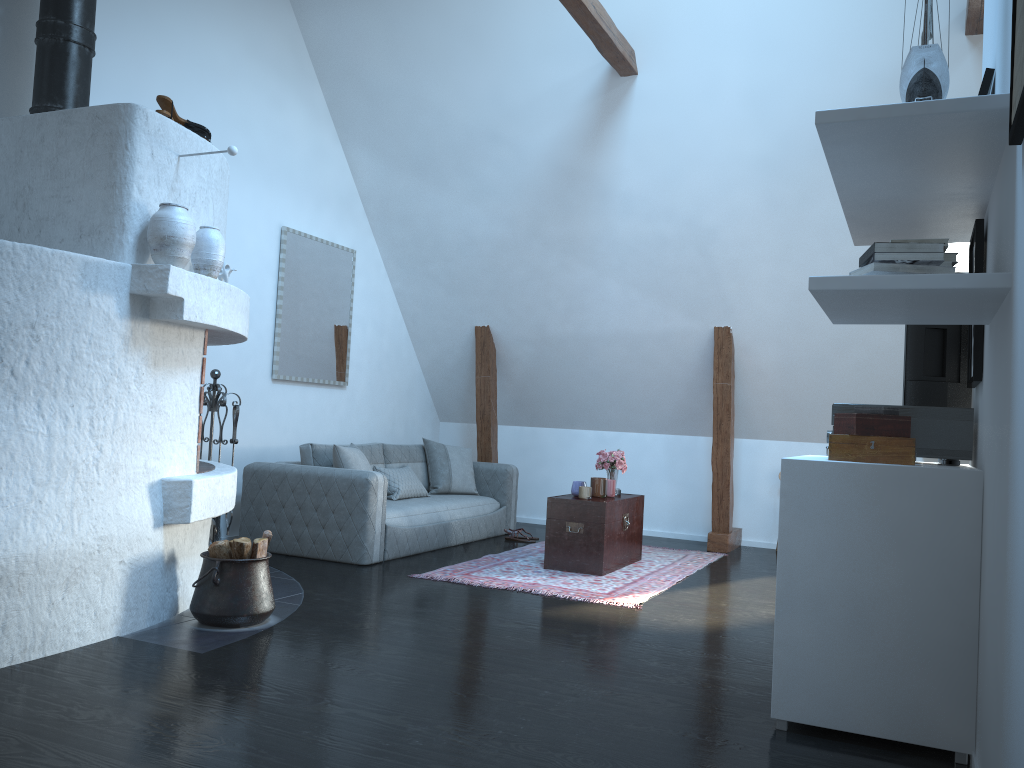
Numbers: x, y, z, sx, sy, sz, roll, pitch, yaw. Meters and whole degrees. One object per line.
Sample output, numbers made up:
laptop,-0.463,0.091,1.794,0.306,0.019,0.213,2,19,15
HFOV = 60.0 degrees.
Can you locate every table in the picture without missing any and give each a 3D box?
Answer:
table,0.621,1.055,6.405,0.471,0.492,0.962,2,-3,25

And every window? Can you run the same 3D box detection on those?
window,4.648,-1.665,3.946,8.018,4.249,5.959,2,-3,25

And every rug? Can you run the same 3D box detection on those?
rug,0.576,1.291,6.378,1.512,0.029,2.647,2,-3,25

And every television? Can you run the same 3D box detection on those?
television,2.182,-0.140,3.538,1.005,0.652,0.537,3,-2,-10

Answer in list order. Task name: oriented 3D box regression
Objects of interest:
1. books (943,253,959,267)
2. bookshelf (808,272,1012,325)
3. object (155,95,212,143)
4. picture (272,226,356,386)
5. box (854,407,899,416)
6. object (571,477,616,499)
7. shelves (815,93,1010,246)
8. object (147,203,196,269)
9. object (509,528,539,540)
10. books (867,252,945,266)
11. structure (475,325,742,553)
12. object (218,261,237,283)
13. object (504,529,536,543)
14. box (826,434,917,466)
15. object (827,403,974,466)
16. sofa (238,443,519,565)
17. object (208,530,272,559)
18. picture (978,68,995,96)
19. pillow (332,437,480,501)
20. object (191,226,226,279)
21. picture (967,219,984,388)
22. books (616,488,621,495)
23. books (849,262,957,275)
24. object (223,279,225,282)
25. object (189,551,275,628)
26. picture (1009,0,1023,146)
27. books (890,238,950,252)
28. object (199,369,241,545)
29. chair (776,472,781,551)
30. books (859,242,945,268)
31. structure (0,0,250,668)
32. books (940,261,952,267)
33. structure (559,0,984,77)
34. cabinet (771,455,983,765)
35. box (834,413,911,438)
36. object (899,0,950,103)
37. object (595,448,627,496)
books,1.232,-0.363,2.713,0.193,0.028,0.245,2,-2,15
bookshelf,1.151,-0.236,2.571,0.478,0.038,0.741,2,-3,25
object,-1.663,-1.262,4.453,0.311,0.094,0.783,3,-2,10
picture,-1.602,-0.604,7.281,0.025,1.185,0.965,2,-3,25
box,1.280,0.095,3.114,0.076,0.027,0.129,4,-3,-25
object,0.556,0.739,6.330,0.215,0.138,0.413,1,-3,36
shelves,1.354,-0.651,2.981,0.478,0.038,1.604,2,-3,25
object,-1.521,-0.640,3.962,0.203,0.314,0.203,3,-2,9
object,0.099,1.278,7.585,0.277,0.090,0.101,4,-3,-19
books,1.090,-0.333,2.477,0.175,0.024,0.243,2,-2,16
structure,5.398,0.575,6.114,12.350,1.963,1.023,2,-3,25
object,-1.433,-0.552,4.394,0.064,0.114,0.161,2,-3,27
object,0.064,1.269,7.428,0.277,0.090,0.101,3,-2,13
box,1.254,0.229,3.104,0.294,0.093,0.169,2,-3,20
object,1.510,0.197,3.467,0.496,0.211,0.435,2,-3,24
sofa,-0.932,0.867,7.127,1.107,0.770,2.458,2,-3,25
object,-1.290,0.873,4.152,0.270,0.370,0.240,2,-3,24
picture,1.643,-0.835,3.189,0.114,0.377,0.597,2,-3,25
pillow,-0.826,0.695,7.112,0.444,0.515,2.075,2,-3,25
object,-1.445,-0.607,4.211,0.158,0.274,0.158,4,-3,-26
picture,1.678,-0.275,3.214,0.036,0.558,0.420,2,-3,25
books,0.706,0.816,6.788,0.243,0.034,0.179,3,-2,3
books,1.092,-0.309,2.489,0.227,0.024,0.166,3,-2,-1
object,-1.804,-0.561,5.447,0.092,0.180,0.092,5,-3,-37
object,-1.305,0.956,4.168,0.384,0.313,0.384,5,-3,-39
picture,0.970,-0.891,1.616,0.028,0.648,0.909,2,-3,25
books,1.234,-0.409,2.708,0.158,0.021,0.224,2,-3,20
object,-1.988,0.522,5.828,0.376,1.245,0.376,3,-2,5
chair,2.429,1.095,7.494,0.329,0.696,0.342,3,-2,8
books,1.089,-0.359,2.489,0.179,0.029,0.225,3,-2,12
structure,-2.786,-1.303,4.472,3.049,4.752,3.058,1,-3,33
books,1.230,-0.342,2.711,0.192,0.014,0.255,2,-3,23
structure,1.918,-2.569,2.324,15.910,3.562,10.230,2,-3,30
cabinet,1.355,0.750,3.307,0.638,0.921,0.869,2,-3,25
box,1.259,0.145,3.103,0.210,0.075,0.137,3,-2,-10
object,1.249,-1.185,2.666,0.140,0.989,0.789,2,-3,25
object,0.738,0.654,6.643,0.235,0.351,0.234,4,-2,-15
